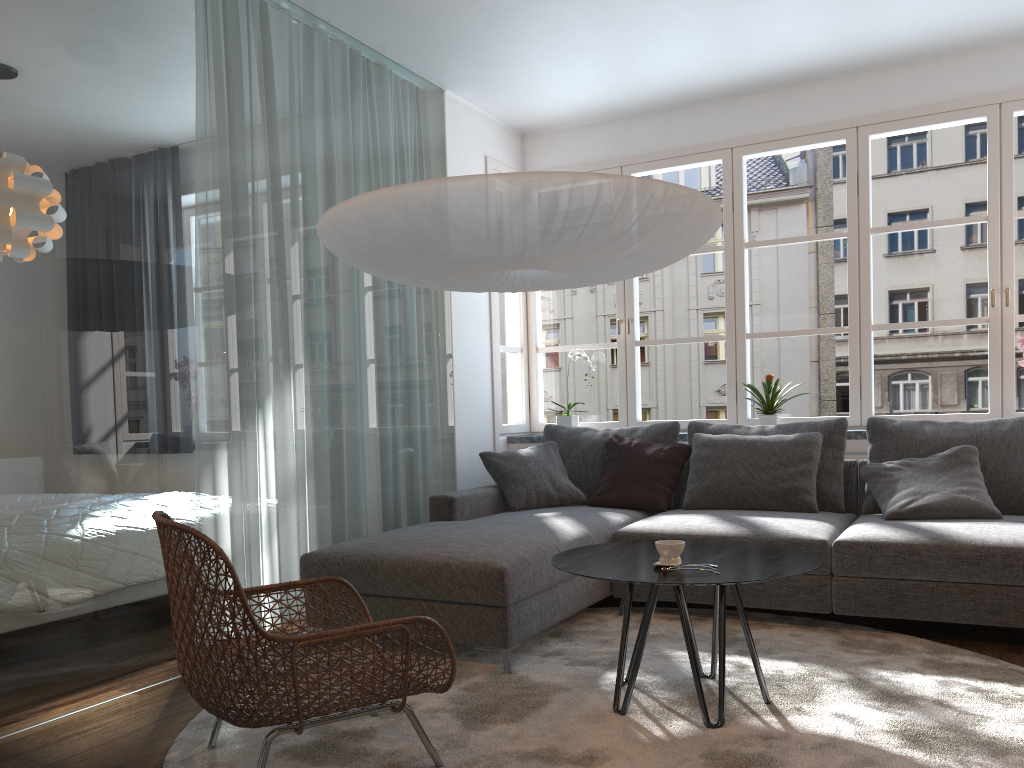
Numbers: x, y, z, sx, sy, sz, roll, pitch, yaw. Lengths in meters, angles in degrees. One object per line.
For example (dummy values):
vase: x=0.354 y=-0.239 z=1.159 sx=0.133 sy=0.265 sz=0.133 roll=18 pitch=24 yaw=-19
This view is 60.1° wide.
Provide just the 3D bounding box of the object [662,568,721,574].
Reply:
object: x=0.521 y=0.542 z=2.567 sx=0.168 sy=0.015 sz=0.015 roll=-2 pitch=0 yaw=15

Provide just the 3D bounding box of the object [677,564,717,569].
object: x=0.557 y=0.546 z=2.656 sx=0.124 sy=0.010 sz=0.026 roll=-1 pitch=-1 yaw=-6

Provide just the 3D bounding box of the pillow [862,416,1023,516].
pillow: x=2.096 y=0.384 z=4.152 sx=0.837 sy=0.478 sz=0.274 roll=-2 pitch=1 yaw=28

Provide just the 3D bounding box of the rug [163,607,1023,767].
rug: x=0.402 y=1.030 z=2.833 sx=2.838 sy=0.012 sz=2.835 roll=-2 pitch=-2 yaw=8

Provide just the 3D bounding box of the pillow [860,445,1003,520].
pillow: x=1.879 y=0.444 z=3.999 sx=0.492 sy=0.322 sz=0.443 roll=-2 pitch=-1 yaw=10

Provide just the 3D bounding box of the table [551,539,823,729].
table: x=0.555 y=0.794 z=2.849 sx=0.847 sy=0.473 sz=0.846 roll=-2 pitch=-1 yaw=30

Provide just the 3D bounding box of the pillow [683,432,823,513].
pillow: x=1.215 y=0.444 z=4.472 sx=0.667 sy=0.398 sz=0.291 roll=-2 pitch=1 yaw=28

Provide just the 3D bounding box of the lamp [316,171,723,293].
lamp: x=0.030 y=-0.488 z=3.277 sx=1.468 sy=0.210 sz=1.471 roll=-1 pitch=-2 yaw=-25

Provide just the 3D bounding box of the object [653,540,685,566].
object: x=0.472 y=0.521 z=2.706 sx=0.091 sy=0.069 sz=0.139 roll=-2 pitch=-1 yaw=40

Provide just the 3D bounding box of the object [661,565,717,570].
object: x=0.523 y=0.543 z=2.610 sx=0.163 sy=0.016 sz=0.025 roll=-2 pitch=-1 yaw=3

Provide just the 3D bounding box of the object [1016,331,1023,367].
object: x=2.636 y=-0.131 z=4.371 sx=0.201 sy=0.692 sz=0.297 roll=-1 pitch=2 yaw=7

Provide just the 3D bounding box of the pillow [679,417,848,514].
pillow: x=1.294 y=0.420 z=4.590 sx=0.840 sy=0.476 sz=0.276 roll=-2 pitch=1 yaw=28

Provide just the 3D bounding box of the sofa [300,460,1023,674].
sofa: x=0.939 y=0.719 z=3.806 sx=3.070 sy=0.673 sz=2.037 roll=-3 pitch=-2 yaw=28

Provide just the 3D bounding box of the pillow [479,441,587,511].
pillow: x=0.114 y=0.503 z=4.866 sx=0.514 sy=0.360 sz=0.346 roll=-1 pitch=0 yaw=-23

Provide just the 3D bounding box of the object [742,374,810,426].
object: x=1.478 y=0.104 z=4.983 sx=0.376 sy=0.329 sz=0.322 roll=-2 pitch=0 yaw=3

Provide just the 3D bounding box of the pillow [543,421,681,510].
pillow: x=0.520 y=0.458 z=4.989 sx=0.837 sy=0.479 sz=0.274 roll=-2 pitch=1 yaw=28

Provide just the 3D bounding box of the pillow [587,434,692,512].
pillow: x=0.673 y=0.469 z=4.732 sx=0.521 sy=0.404 sz=0.310 roll=-2 pitch=1 yaw=30

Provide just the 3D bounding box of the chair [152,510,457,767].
chair: x=-0.595 y=0.684 z=2.418 sx=0.685 sy=0.711 sz=0.718 roll=-2 pitch=0 yaw=-30
